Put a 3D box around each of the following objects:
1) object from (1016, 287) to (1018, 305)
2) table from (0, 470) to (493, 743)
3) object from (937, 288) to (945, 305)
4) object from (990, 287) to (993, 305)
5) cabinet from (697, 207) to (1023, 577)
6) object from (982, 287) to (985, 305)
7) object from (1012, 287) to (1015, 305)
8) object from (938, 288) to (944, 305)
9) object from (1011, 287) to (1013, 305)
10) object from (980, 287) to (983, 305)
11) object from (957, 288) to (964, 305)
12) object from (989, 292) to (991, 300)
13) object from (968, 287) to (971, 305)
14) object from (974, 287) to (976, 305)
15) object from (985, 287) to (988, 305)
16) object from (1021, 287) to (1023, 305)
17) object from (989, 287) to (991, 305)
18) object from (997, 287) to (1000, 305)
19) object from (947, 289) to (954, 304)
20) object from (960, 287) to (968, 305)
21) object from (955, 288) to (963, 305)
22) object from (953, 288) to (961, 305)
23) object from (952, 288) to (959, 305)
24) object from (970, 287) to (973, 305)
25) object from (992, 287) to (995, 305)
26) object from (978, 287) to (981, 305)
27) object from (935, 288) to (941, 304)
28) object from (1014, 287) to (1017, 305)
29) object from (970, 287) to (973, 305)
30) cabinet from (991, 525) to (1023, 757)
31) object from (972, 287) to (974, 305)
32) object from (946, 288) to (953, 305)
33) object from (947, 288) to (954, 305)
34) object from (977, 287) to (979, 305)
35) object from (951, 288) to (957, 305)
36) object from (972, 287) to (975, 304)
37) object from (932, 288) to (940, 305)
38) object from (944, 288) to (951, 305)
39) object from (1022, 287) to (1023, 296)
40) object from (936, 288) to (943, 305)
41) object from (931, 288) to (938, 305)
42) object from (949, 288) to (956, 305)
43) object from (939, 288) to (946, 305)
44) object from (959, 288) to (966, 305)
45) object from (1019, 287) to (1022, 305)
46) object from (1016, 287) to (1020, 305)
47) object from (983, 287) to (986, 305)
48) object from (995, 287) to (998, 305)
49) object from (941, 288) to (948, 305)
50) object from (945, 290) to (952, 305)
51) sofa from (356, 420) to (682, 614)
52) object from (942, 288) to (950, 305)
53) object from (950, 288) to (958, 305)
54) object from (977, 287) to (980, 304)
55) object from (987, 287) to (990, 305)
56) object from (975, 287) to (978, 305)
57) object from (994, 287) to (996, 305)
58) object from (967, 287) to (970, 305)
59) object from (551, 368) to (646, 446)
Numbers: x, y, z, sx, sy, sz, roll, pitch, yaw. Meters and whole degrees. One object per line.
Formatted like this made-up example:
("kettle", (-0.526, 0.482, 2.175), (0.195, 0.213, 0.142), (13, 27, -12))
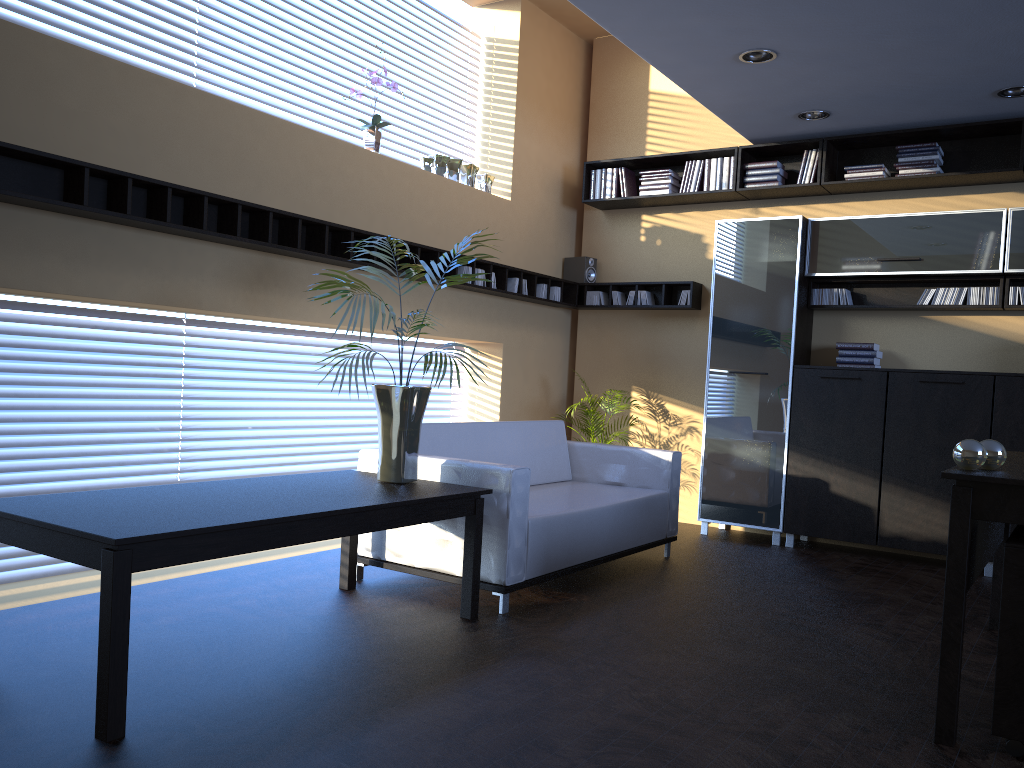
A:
("object", (3.382, -0.582, 5.927), (0.006, 0.118, 0.140), (4, 2, 33))
("table", (-0.999, 0.745, 3.571), (0.897, 0.603, 1.895), (4, 1, 33))
("object", (3.002, -0.604, 6.182), (0.040, 0.118, 0.142), (4, 1, 33))
("object", (3.257, -0.589, 6.008), (0.009, 0.120, 0.142), (4, 2, 33))
("cabinet", (3.219, 0.053, 5.889), (3.873, 2.401, 0.490), (4, 2, 33))
("object", (3.219, -0.591, 6.043), (0.009, 0.120, 0.142), (4, 2, 33))
("object", (3.363, -0.583, 5.935), (0.009, 0.120, 0.142), (4, 2, 33))
("object", (3.002, -0.604, 6.180), (0.036, 0.116, 0.140), (4, 1, 34))
("object", (3.356, -0.583, 5.942), (0.006, 0.118, 0.140), (4, 2, 33))
("object", (3.205, -0.592, 6.039), (0.009, 0.120, 0.142), (4, 2, 33))
("object", (3.102, -0.598, 6.114), (0.040, 0.118, 0.142), (4, 1, 33))
("object", (3.254, -0.589, 6.023), (0.009, 0.120, 0.142), (4, 2, 33))
("object", (3.147, -0.596, 6.080), (0.009, 0.120, 0.142), (4, 2, 33))
("object", (3.174, -0.594, 6.064), (0.006, 0.118, 0.140), (4, 2, 33))
("object", (3.232, -0.591, 6.026), (0.009, 0.120, 0.142), (4, 2, 33))
("object", (3.408, -0.580, 5.910), (0.030, 0.120, 0.142), (4, 1, 33))
("object", (3.252, -0.590, 6.018), (0.006, 0.118, 0.140), (4, 2, 33))
("object", (3.290, -0.587, 5.985), (0.009, 0.120, 0.142), (4, 1, 33))
("object", (3.052, -0.601, 6.147), (0.040, 0.118, 0.142), (4, 1, 33))
("object", (3.118, -0.597, 6.102), (0.040, 0.118, 0.142), (4, 1, 33))
("object", (3.094, -0.599, 6.120), (0.040, 0.118, 0.142), (4, 1, 33))
("object", (3.084, -0.599, 6.122), (0.040, 0.118, 0.142), (4, 1, 33))
("object", (3.079, -0.599, 6.134), (0.040, 0.118, 0.142), (4, 1, 33))
("object", (3.157, -0.595, 6.075), (0.006, 0.118, 0.140), (4, 2, 34))
("object", (3.265, -0.589, 6.003), (0.009, 0.120, 0.142), (4, 2, 34))
("object", (3.200, -0.593, 6.050), (0.009, 0.120, 0.142), (4, 2, 33))
("object", (2.985, -0.605, 6.191), (0.036, 0.116, 0.140), (4, 1, 33))
("object", (3.374, -0.582, 5.934), (0.009, 0.120, 0.142), (4, 2, 34))
("object", (3.158, -0.595, 6.078), (0.009, 0.120, 0.142), (4, 2, 33))
("cabinet", (1.930, 0.866, 2.956), (0.500, 0.680, 0.634), (4, 1, 33))
("object", (3.168, -0.594, 6.074), (0.006, 0.118, 0.140), (4, 2, 34))
("object", (3.041, -0.601, 6.148), (0.036, 0.116, 0.140), (4, 1, 33))
("object", (3.051, -0.601, 6.145), (0.036, 0.116, 0.140), (4, 1, 33))
("object", (3.189, -0.593, 6.050), (0.006, 0.118, 0.140), (4, 2, 33))
("object", (3.066, -0.600, 6.132), (0.036, 0.116, 0.140), (4, 1, 33))
("object", (3.169, -0.594, 6.077), (0.009, 0.120, 0.142), (4, 2, 33))
("object", (2.974, -0.605, 6.194), (0.040, 0.118, 0.142), (4, 1, 33))
("object", (3.036, -0.602, 6.160), (0.040, 0.118, 0.142), (4, 1, 34))
("object", (3.417, -0.580, 5.905), (0.030, 0.120, 0.142), (4, 1, 33))
("object", (2.992, -0.604, 6.183), (0.036, 0.116, 0.140), (4, 1, 33))
("object", (2.966, -0.606, 6.200), (0.040, 0.118, 0.142), (4, 1, 33))
("object", (3.057, -0.601, 6.137), (0.040, 0.118, 0.142), (4, 1, 33))
("object", (3.007, -0.604, 6.171), (0.040, 0.118, 0.142), (4, 1, 33))
("object", (3.109, -0.598, 6.105), (0.036, 0.116, 0.140), (4, 1, 33))
("object", (3.401, -0.581, 5.918), (0.026, 0.118, 0.140), (4, 1, 33))
("object", (3.383, -0.582, 5.929), (0.009, 0.120, 0.142), (4, 2, 33))
("object", (3.223, -0.591, 6.029), (0.009, 0.120, 0.142), (4, 2, 33))
("object", (3.280, -0.588, 5.989), (0.009, 0.120, 0.142), (4, 2, 33))
("object", (3.019, -0.603, 6.170), (0.036, 0.116, 0.140), (4, 1, 33))
("object", (3.044, -0.601, 6.153), (0.040, 0.118, 0.142), (4, 1, 33))
("sofa", (0.129, 0.669, 5.283), (1.013, 0.849, 2.057), (4, 1, 33))
("object", (3.026, -0.602, 6.163), (0.040, 0.118, 0.142), (4, 1, 33))
("object", (3.069, -0.600, 6.136), (0.040, 0.118, 0.142), (4, 1, 33))
("object", (3.190, -0.593, 6.053), (0.009, 0.120, 0.142), (4, 2, 33))
("object", (3.243, -0.590, 6.024), (0.009, 0.120, 0.142), (4, 2, 33))
("object", (3.180, -0.594, 6.056), (0.009, 0.120, 0.142), (4, 2, 33))
("object", (3.276, -0.588, 6.001), (0.009, 0.120, 0.142), (4, 2, 33))
("object", (3.140, -0.596, 6.087), (0.009, 0.120, 0.142), (4, 2, 33))
("object", (0.727, 0.501, 7.247), (0.841, 1.241, 0.688), (2, 2, -23))
